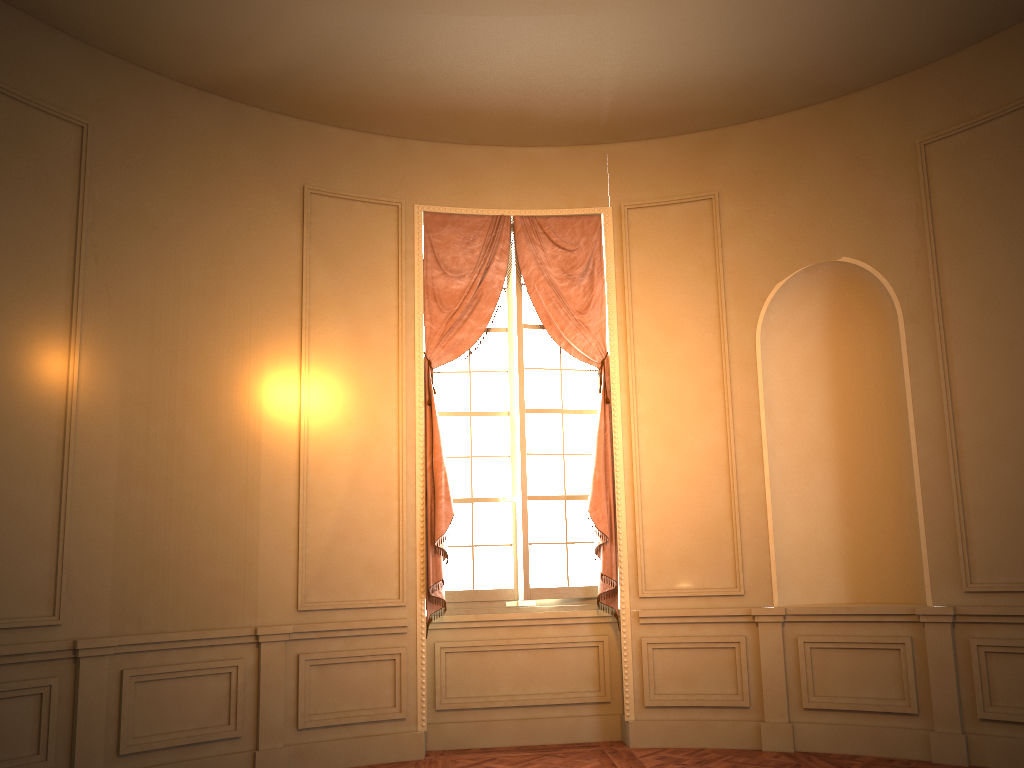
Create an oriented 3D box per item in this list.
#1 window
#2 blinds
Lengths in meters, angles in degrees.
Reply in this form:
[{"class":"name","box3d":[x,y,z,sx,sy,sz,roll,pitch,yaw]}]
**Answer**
[{"class":"window","box3d":[0.033,0.194,6.367,1.315,2.818,0.153,0,-9,-6]},{"class":"blinds","box3d":[0.058,0.212,6.133,1.339,2.957,0.286,0,-10,-7]}]
